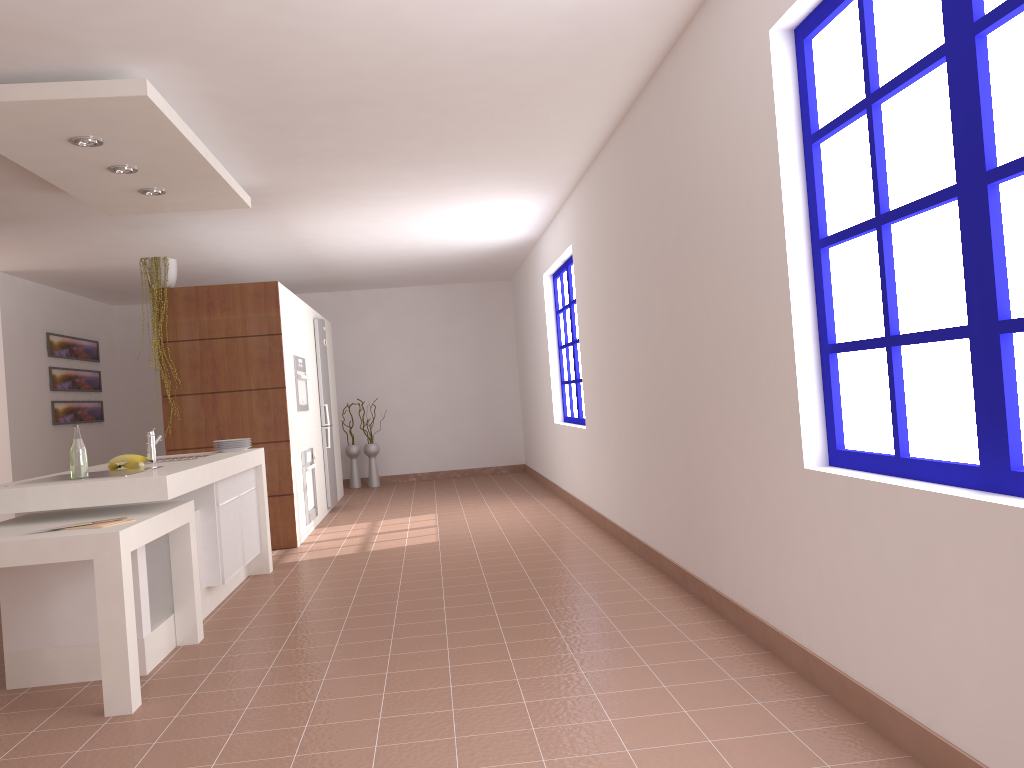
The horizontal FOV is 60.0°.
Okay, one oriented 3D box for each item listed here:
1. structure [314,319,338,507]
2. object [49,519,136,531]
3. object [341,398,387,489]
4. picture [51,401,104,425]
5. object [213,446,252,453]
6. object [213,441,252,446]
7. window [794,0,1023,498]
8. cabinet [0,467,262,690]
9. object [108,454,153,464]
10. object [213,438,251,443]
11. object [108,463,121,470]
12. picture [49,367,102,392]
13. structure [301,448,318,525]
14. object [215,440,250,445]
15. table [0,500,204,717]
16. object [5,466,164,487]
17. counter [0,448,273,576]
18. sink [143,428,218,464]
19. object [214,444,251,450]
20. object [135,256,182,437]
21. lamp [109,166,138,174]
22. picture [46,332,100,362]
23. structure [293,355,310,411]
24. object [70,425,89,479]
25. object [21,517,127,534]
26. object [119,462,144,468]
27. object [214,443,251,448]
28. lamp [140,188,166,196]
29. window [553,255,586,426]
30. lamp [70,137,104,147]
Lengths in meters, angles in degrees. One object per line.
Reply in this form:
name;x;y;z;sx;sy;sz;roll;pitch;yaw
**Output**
structure;-1.856;0.280;8.919;0.089;1.862;0.604;-4;-1;-6
object;-1.599;0.537;3.383;0.266;0.006;0.168;-5;-1;11
object;-1.780;0.726;10.992;0.655;1.112;0.284;-5;-1;14
picture;-4.738;0.308;9.717;0.015;0.248;1.408;-4;-1;-5
object;-1.752;0.411;5.565;0.228;0.020;0.228;-4;-1;-24
object;-1.754;0.380;5.565;0.228;0.020;0.228;-4;-1;-24
window;1.075;-0.463;2.050;0.035;1.430;1.699;-4;-1;-5
cabinet;-1.873;0.872;4.588;0.737;0.700;2.048;-4;-1;-5
object;-1.895;0.376;4.412;0.207;0.055;0.047;-4;-1;-29
object;-1.756;0.360;5.565;0.228;0.020;0.228;-4;-1;-24
object;-1.977;0.409;4.407;0.060;0.033;0.207;-4;-1;-26
picture;-4.765;-0.041;9.720;0.015;0.248;1.408;-4;-1;-5
structure;-1.685;0.845;7.438;0.058;0.592;0.596;-4;-1;-5
object;-1.755;0.370;5.565;0.228;0.020;0.228;-4;-1;-24
table;-1.776;0.880;3.595;0.737;0.647;1.003;-4;-1;-5
object;-1.907;0.415;4.012;0.493;0.006;0.551;-4;-1;-5
counter;-1.886;0.823;4.644;0.821;0.800;2.156;-4;-1;-5
sink;-1.959;0.427;5.067;0.404;0.368;0.668;-4;-1;-5
object;-1.752;0.401;5.565;0.228;0.020;0.228;-4;-1;-24
object;-2.595;-0.269;6.580;0.279;1.344;0.297;-5;-1;44
lamp;-2.044;-1.146;4.664;0.143;0.059;0.143;-5;-1;23
picture;-4.792;-0.390;9.724;0.015;0.248;1.408;-4;-1;-5
structure;-1.745;-0.002;7.445;0.056;0.454;0.614;-4;-1;-5
object;-1.864;0.291;3.811;0.071;0.230;0.071;-4;-1;-24
object;-1.647;0.534;3.352;0.375;0.008;0.041;-4;-1;-39
object;-1.871;0.401;4.391;0.207;0.033;0.060;-5;-1;39
object;-1.753;0.391;5.565;0.228;0.020;0.228;-4;-1;-24
lamp;-2.091;-1.137;5.161;0.143;0.059;0.143;-5;-1;23
window;0.545;-0.360;7.723;0.035;1.430;1.699;-4;-1;-5
lamp;-1.996;-1.155;4.161;0.143;0.059;0.143;-4;-1;-22
